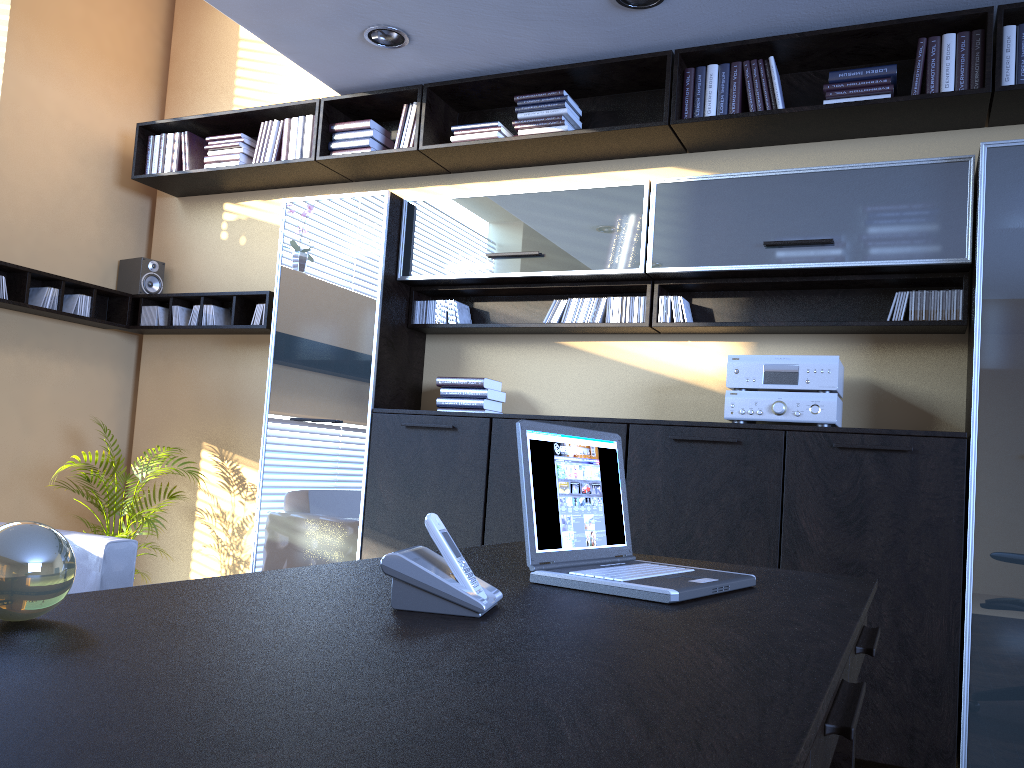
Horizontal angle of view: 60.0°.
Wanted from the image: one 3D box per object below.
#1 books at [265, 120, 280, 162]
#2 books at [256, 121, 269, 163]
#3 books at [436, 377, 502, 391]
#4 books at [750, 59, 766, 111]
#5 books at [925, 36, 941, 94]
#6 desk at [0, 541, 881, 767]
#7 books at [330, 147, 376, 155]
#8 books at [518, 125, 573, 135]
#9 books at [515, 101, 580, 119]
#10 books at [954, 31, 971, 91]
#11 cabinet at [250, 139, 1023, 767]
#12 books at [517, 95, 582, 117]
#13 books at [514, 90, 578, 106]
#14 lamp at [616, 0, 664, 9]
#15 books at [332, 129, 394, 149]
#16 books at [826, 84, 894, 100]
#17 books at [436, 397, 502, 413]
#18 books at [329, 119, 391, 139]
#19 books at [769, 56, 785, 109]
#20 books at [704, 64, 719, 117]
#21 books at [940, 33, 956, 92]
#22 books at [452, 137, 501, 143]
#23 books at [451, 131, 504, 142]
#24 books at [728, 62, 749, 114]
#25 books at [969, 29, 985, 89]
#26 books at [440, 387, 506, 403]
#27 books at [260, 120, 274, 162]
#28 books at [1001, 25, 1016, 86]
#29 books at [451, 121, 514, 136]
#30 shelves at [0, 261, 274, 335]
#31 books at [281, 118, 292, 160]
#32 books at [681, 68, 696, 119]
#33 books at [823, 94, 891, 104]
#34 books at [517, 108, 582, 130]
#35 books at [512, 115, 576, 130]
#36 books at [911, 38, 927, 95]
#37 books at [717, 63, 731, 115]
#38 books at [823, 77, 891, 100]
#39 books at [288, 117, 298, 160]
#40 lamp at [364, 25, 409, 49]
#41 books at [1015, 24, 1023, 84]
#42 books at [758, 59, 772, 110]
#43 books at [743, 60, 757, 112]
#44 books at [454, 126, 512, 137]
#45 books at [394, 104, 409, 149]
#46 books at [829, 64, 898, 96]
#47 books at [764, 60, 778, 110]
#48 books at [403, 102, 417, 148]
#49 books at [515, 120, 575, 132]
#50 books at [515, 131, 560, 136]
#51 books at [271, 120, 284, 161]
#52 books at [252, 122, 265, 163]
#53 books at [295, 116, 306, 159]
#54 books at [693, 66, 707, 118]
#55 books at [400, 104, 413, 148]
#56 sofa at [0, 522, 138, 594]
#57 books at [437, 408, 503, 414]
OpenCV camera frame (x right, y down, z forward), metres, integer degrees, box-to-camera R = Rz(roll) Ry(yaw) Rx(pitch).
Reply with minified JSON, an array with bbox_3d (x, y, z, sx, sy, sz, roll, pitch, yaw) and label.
[{"bbox_3d":[-1.294,-1.323,4.996,0.075,0.259,0.208,2,-5,24],"label":"books"},{"bbox_3d":[-1.352,-1.325,5.022,0.075,0.259,0.208,2,-5,24],"label":"books"},{"bbox_3d":[-0.211,0.001,4.382,0.258,0.050,0.208,2,-6,24],"label":"books"},{"bbox_3d":[1.098,-1.263,3.907,0.075,0.259,0.208,2,-5,25],"label":"books"},{"bbox_3d":[1.720,-1.247,3.622,0.050,0.258,0.208,2,-5,25],"label":"books"},{"bbox_3d":[0.010,0.769,1.311,0.913,0.889,1.899,2,-5,25],"label":"desk"},{"bbox_3d":[-0.812,-1.206,4.770,0.258,0.050,0.208,1,-6,24],"label":"books"},{"bbox_3d":[0.189,-1.201,4.320,0.258,0.028,0.208,1,-6,25],"label":"books"},{"bbox_3d":[0.174,-1.316,4.330,0.258,0.028,0.208,2,-6,24],"label":"books"},{"bbox_3d":[1.811,-1.246,3.571,0.050,0.258,0.208,2,-5,25],"label":"books"},{"bbox_3d":[0.574,0.294,3.937,3.875,2.395,0.491,2,-5,25],"label":"cabinet"},{"bbox_3d":[0.186,-1.344,4.324,0.258,0.028,0.208,2,-6,24],"label":"books"},{"bbox_3d":[0.169,-1.372,4.338,0.258,0.028,0.208,1,-6,25],"label":"books"},{"bbox_3d":[0.520,-1.614,3.584,0.209,0.096,0.208,2,-5,19],"label":"lamp"},{"bbox_3d":[-0.802,-1.307,4.780,0.258,0.050,0.208,1,-6,25],"label":"books"},{"bbox_3d":[1.467,-1.192,3.731,0.258,0.031,0.208,1,-6,25],"label":"books"},{"bbox_3d":[-0.209,0.103,4.372,0.258,0.050,0.208,1,-6,25],"label":"books"},{"bbox_3d":[-0.820,-1.359,4.789,0.258,0.050,0.208,2,-6,24],"label":"books"},{"bbox_3d":[1.163,-1.263,3.863,0.072,0.257,0.208,2,-5,24],"label":"books"},{"bbox_3d":[0.915,-1.268,3.989,0.050,0.258,0.208,2,-5,25],"label":"books"},{"bbox_3d":[1.764,-1.247,3.592,0.050,0.258,0.208,2,-5,25],"label":"books"},{"bbox_3d":[-0.139,-1.182,4.449,0.258,0.028,0.208,1,-6,25],"label":"books"},{"bbox_3d":[-0.146,-1.210,4.457,0.258,0.028,0.208,1,-6,25],"label":"books"},{"bbox_3d":[1.012,-1.265,3.950,0.050,0.258,0.208,2,-5,25],"label":"books"},{"bbox_3d":[1.858,-1.245,3.548,0.050,0.258,0.208,2,-5,25],"label":"books"},{"bbox_3d":[-0.191,0.054,4.379,0.258,0.050,0.208,1,-6,25],"label":"books"},{"bbox_3d":[-1.324,-1.324,5.008,0.075,0.259,0.208,2,-5,25],"label":"books"},{"bbox_3d":[1.951,-1.243,3.503,0.050,0.258,0.208,2,-5,24],"label":"books"},{"bbox_3d":[-0.145,-1.265,4.476,0.258,0.028,0.208,2,-6,24],"label":"books"},{"bbox_3d":[-3.209,-0.779,2.379,1.249,0.213,6.638,1,-6,25],"label":"shelves"},{"bbox_3d":[-1.205,-1.320,4.961,0.050,0.258,0.208,2,-5,25],"label":"books"},{"bbox_3d":[0.823,-1.269,4.037,0.050,0.258,0.208,2,-5,25],"label":"books"},{"bbox_3d":[1.458,-1.149,3.740,0.258,0.050,0.208,2,-6,24],"label":"books"},{"bbox_3d":[0.186,-1.286,4.333,0.258,0.028,0.208,1,-6,25],"label":"books"},{"bbox_3d":[0.160,-1.256,4.351,0.258,0.028,0.208,2,-6,24],"label":"books"},{"bbox_3d":[1.670,-1.248,3.641,0.055,0.260,0.208,2,-5,25],"label":"books"},{"bbox_3d":[0.965,-1.266,3.974,0.050,0.258,0.208,2,-5,25],"label":"books"},{"bbox_3d":[1.458,-1.223,3.738,0.258,0.031,0.208,2,-6,24],"label":"books"},{"bbox_3d":[-1.157,-1.319,4.939,0.050,0.258,0.208,2,-5,24],"label":"books"},{"bbox_3d":[-0.575,-1.641,4.087,0.209,0.096,0.208,-1,-7,43],"label":"lamp"},{"bbox_3d":[1.998,-1.242,3.481,0.050,0.258,0.208,2,-5,25],"label":"books"},{"bbox_3d":[1.126,-1.261,3.890,0.072,0.257,0.208,2,-5,25],"label":"books"},{"bbox_3d":[1.069,-1.263,3.921,0.075,0.259,0.208,2,-5,25],"label":"books"},{"bbox_3d":[-0.130,-1.237,4.460,0.258,0.028,0.208,1,-6,24],"label":"books"},{"bbox_3d":[-0.535,-1.303,4.657,0.075,0.259,0.208,2,-5,25],"label":"books"},{"bbox_3d":[1.477,-1.264,3.725,0.258,0.050,0.208,1,-6,25],"label":"books"},{"bbox_3d":[1.152,-1.260,3.895,0.072,0.257,0.208,2,-5,25],"label":"books"},{"bbox_3d":[-0.481,-1.303,4.622,0.075,0.259,0.208,2,-5,24],"label":"books"},{"bbox_3d":[0.172,-1.229,4.328,0.258,0.028,0.208,1,-6,24],"label":"books"},{"bbox_3d":[0.164,-1.174,4.318,0.258,0.028,0.208,1,-6,24],"label":"books"},{"bbox_3d":[-1.259,-1.321,4.996,0.075,0.259,0.208,2,-5,24],"label":"books"},{"bbox_3d":[-1.378,-1.325,5.042,0.075,0.259,0.208,2,-5,24],"label":"books"},{"bbox_3d":[-1.113,-1.319,4.910,0.050,0.258,0.208,2,-5,25],"label":"books"},{"bbox_3d":[0.870,-1.268,4.016,0.050,0.258,0.208,2,-5,25],"label":"books"},{"bbox_3d":[-0.504,-1.302,4.647,0.075,0.259,0.208,2,-5,24],"label":"books"},{"bbox_3d":[-2.391,0.766,2.809,1.014,0.847,2.061,2,-6,25],"label":"sofa"},{"bbox_3d":[-0.205,0.154,4.359,0.258,0.050,0.208,1,-6,25],"label":"books"}]
